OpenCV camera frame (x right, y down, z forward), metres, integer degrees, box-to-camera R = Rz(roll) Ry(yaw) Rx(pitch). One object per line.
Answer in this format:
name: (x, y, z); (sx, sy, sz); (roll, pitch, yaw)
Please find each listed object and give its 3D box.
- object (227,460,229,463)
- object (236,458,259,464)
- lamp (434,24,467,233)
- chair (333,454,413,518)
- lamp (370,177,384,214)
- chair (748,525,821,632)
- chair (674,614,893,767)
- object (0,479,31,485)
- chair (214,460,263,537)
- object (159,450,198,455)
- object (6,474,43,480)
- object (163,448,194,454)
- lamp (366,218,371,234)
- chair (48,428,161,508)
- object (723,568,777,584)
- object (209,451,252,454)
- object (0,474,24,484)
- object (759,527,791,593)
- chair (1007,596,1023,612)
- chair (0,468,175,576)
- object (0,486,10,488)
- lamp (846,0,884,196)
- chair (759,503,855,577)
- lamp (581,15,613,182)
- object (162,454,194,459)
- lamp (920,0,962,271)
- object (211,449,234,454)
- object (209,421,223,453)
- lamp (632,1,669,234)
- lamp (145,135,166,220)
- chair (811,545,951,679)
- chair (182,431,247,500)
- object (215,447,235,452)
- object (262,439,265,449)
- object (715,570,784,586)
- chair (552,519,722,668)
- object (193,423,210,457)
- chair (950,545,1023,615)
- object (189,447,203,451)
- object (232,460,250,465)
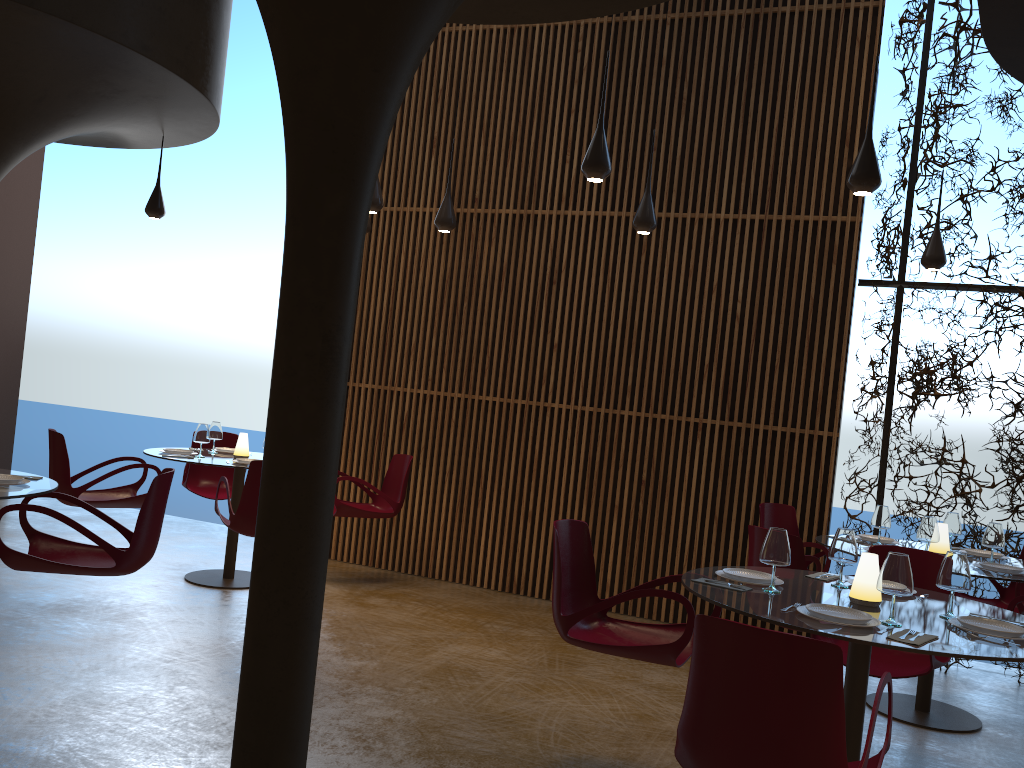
object: (-2.266, 0.685, 7.696); (0.411, 0.012, 0.204); (7, -2, -23)
object: (-2.261, 0.675, 7.698); (0.263, 0.029, 0.263); (5, -2, 40)
lamp: (-0.258, -4.455, 7.748); (0.195, 6.276, 0.196); (6, 0, 29)
chair: (-1.428, 0.985, 8.660); (0.873, 0.636, 0.624); (7, -1, -29)
lamp: (-0.825, -4.528, 7.262); (0.196, 6.276, 0.195); (6, 0, -41)
chair: (1.930, 1.268, 5.768); (0.873, 0.636, 0.624); (7, -1, -29)
chair: (0.941, 1.092, 3.070); (0.624, 0.636, 0.874); (6, -1, 31)
object: (-2.897, 0.546, 4.991); (0.331, 0.014, 0.332); (5, -2, 37)
chair: (-1.958, 0.886, 7.057); (0.626, 0.636, 0.872); (6, -1, -29)
object: (-2.978, 0.613, 7.913); (0.331, 0.014, 0.332); (6, -2, 18)
object: (-2.956, 0.555, 5.288); (0.262, 0.017, 0.126); (6, -2, -14)
object: (-2.977, 0.604, 7.913); (0.263, 0.029, 0.263); (6, -2, 15)
lamp: (-1.100, -4.529, 8.345); (0.195, 6.276, 0.196); (6, 0, 29)
chair: (-3.506, 0.735, 7.574); (0.874, 0.636, 0.624); (7, -1, -34)
object: (1.179, 0.956, 4.404); (0.263, 0.029, 0.263); (5, -2, 30)
object: (-2.748, 0.658, 8.624); (0.411, 0.012, 0.204); (7, -2, -26)
object: (-2.896, 0.536, 4.991); (0.263, 0.029, 0.263); (6, -1, -8)
object: (1.238, 0.829, 4.175); (0.142, 0.295, 0.142); (6, 0, 13)
chair: (3.523, 1.424, 5.235); (0.626, 0.636, 0.872); (6, -1, -29)
chair: (-2.463, 0.784, 5.173); (0.873, 0.636, 0.624); (6, -1, -16)
object: (-2.896, 0.547, 4.987); (0.204, 0.012, 0.410); (7, -2, -19)
lamp: (2.393, -4.238, 5.207); (0.196, 6.276, 0.195); (6, 0, -24)
chair: (2.443, 1.363, 7.325); (0.626, 0.636, 0.871); (7, -1, -34)
lamp: (0.852, -4.394, 5.536); (0.196, 6.276, 0.195); (6, 0, -24)
object: (-2.874, 0.624, 7.630); (0.262, 0.017, 0.126); (7, -2, -24)
lamp: (3.736, -4.043, 7.171); (0.196, 6.276, 0.195); (6, 0, -44)
object: (-2.752, 0.656, 8.622); (0.331, 0.014, 0.332); (6, -2, 13)
object: (-2.817, 0.506, 8.403); (0.142, 0.295, 0.142); (6, 0, 22)
lamp: (1.362, -4.303, 6.935); (0.196, 6.276, 0.196); (6, 0, -4)
lamp: (-3.172, -4.741, 8.689); (0.196, 6.276, 0.196); (6, 0, -4)
chair: (2.129, 1.269, 4.985); (0.624, 0.636, 0.874); (6, -1, 36)
chair: (-3.013, 0.826, 9.049); (0.625, 0.636, 0.872); (6, -1, -24)
object: (-2.751, 0.646, 8.622); (0.263, 0.029, 0.263); (7, -2, -32)
object: (-2.153, 0.564, 7.911); (0.142, 0.295, 0.142); (6, 0, 26)
object: (1.178, 0.966, 4.404); (0.331, 0.014, 0.332); (6, -2, 14)
chair: (0.611, 1.099, 4.677); (0.871, 0.636, 0.626); (6, -1, 26)
object: (-2.744, 0.499, 7.839); (0.141, 0.295, 0.142); (6, 0, 43)
chair: (3.910, 1.507, 6.828); (0.873, 0.636, 0.624); (7, -1, -24)
object: (-3.037, 0.630, 8.524); (0.126, 0.017, 0.261); (7, -2, -22)
object: (-2.262, 0.684, 7.698); (0.332, 0.014, 0.331); (8, -2, -44)
